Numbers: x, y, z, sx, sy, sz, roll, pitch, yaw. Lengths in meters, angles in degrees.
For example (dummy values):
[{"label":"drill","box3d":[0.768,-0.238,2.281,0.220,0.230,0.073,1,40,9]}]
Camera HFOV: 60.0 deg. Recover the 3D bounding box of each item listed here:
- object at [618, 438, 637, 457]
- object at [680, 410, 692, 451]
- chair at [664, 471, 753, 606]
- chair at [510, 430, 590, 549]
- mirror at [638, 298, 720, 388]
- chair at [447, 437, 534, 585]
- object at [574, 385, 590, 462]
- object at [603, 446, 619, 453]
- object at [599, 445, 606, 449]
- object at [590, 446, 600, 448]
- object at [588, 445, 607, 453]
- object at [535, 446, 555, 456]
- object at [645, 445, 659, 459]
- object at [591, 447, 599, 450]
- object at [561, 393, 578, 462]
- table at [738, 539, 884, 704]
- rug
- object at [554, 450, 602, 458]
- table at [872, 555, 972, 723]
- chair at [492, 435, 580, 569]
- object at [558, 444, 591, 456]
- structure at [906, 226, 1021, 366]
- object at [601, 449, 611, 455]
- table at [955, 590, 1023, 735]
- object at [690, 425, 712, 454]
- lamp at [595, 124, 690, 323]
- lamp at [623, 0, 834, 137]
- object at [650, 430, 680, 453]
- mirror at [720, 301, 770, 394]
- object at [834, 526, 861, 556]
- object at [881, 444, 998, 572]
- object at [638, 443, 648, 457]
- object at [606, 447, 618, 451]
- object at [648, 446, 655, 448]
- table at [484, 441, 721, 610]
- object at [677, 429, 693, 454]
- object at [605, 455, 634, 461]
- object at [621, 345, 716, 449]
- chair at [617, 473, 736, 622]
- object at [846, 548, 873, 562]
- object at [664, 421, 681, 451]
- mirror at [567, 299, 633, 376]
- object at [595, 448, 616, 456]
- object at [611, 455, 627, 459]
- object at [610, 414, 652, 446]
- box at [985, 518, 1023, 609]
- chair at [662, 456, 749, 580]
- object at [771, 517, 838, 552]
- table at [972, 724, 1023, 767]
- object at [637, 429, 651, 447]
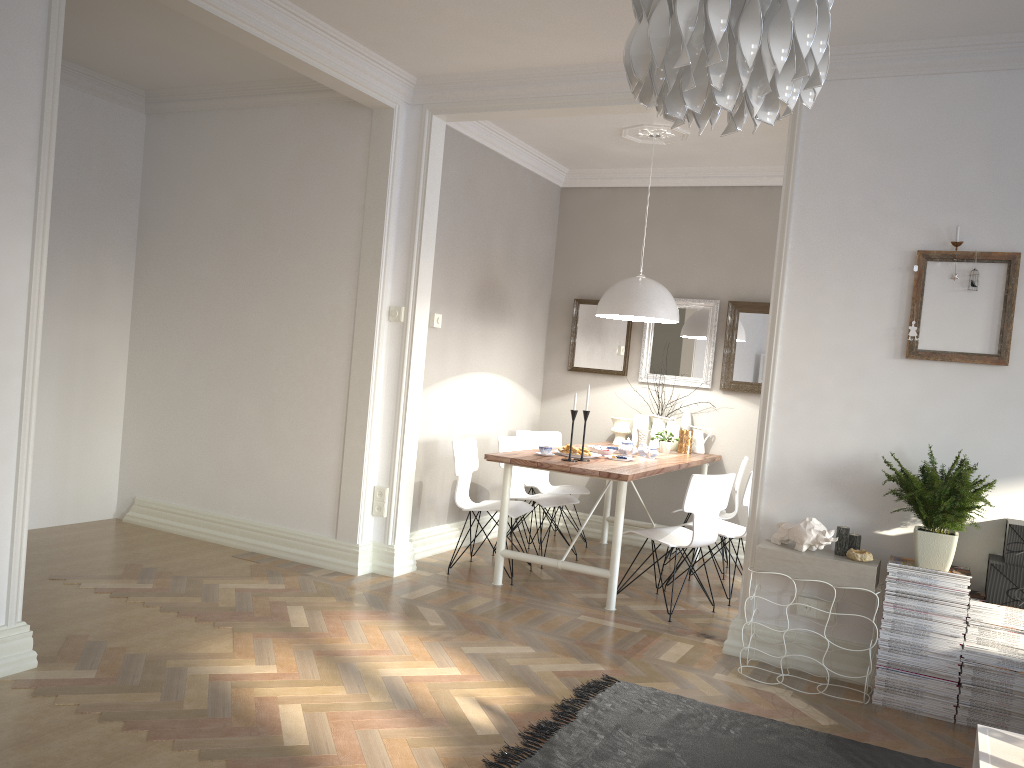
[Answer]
[{"label":"object","box3d":[0.736,0.399,5.626,0.143,0.119,0.124,6,2,31]},{"label":"object","box3d":[1.251,0.337,6.410,0.091,0.301,0.091,5,2,-20]},{"label":"chair","box3d":[1.245,0.870,5.317,0.478,0.786,0.431,6,2,32]},{"label":"chair","box3d":[0.278,0.755,6.441,0.432,0.786,0.478,4,2,-32]},{"label":"mirror","box3d":[1.219,-0.307,6.482,0.543,0.633,0.047,6,2,27]},{"label":"chair","box3d":[-0.123,0.743,5.334,0.479,0.786,0.431,6,2,17]},{"label":"object","box3d":[0.421,0.217,5.084,0.095,0.449,0.095,6,2,22]},{"label":"object","box3d":[0.686,0.438,5.869,0.287,0.020,0.287,5,1,0]},{"label":"object","box3d":[0.575,0.403,5.692,0.020,0.003,0.194,5,1,-5]},{"label":"object","box3d":[0.542,0.418,5.699,0.057,0.037,0.073,5,2,-25]},{"label":"object","box3d":[0.545,0.420,5.688,0.129,0.038,0.129,6,2,32]},{"label":"object","box3d":[0.200,0.391,5.176,0.116,0.056,0.137,4,2,-33]},{"label":"object","box3d":[0.886,0.429,5.631,0.090,0.086,0.090,5,2,-18]},{"label":"object","box3d":[0.550,0.410,5.486,0.130,0.027,0.028,5,2,-21]},{"label":"object","box3d":[0.343,0.238,5.006,0.095,0.397,0.095,6,2,22]},{"label":"table","box3d":[1.302,1.014,3.846,0.553,0.576,0.299,6,2,28]},{"label":"rug","box3d":[0.837,1.286,2.345,2.110,0.055,2.015,6,1,27]},{"label":"object","box3d":[0.395,0.424,5.337,0.287,0.020,0.287,6,1,15]},{"label":"table","box3d":[1.702,1.043,3.684,0.321,0.597,0.246,6,2,27]},{"label":"chair","box3d":[0.163,0.758,5.864,0.478,0.786,0.432,7,2,37]},{"label":"object","box3d":[0.374,0.396,5.336,0.197,0.063,0.188,5,1,-3]},{"label":"structure","box3d":[1.902,-0.380,3.743,0.398,0.575,0.053,6,2,24]},{"label":"object","box3d":[0.580,0.426,5.523,0.085,0.039,0.082,5,1,-8]},{"label":"table","box3d":[1.972,1.120,3.546,0.327,0.499,0.246,6,2,27]},{"label":"object","box3d":[1.335,0.399,6.343,0.136,0.194,0.115,4,2,-33]},{"label":"lamp","box3d":[0.847,-1.001,5.606,0.529,1.183,0.530,7,2,34]},{"label":"lamp","box3d":[0.415,-0.995,1.554,0.355,1.066,0.354,4,2,-21]},{"label":"object","box3d":[1.063,0.395,6.132,0.178,0.162,0.169,5,2,-22]},{"label":"mirror","box3d":[1.740,-0.250,6.207,0.503,0.637,0.049,6,2,27]},{"label":"object","box3d":[1.450,0.672,3.828,0.123,0.134,0.062,5,2,-22]},{"label":"object","box3d":[1.735,0.512,3.633,0.437,0.527,0.368,6,2,27]},{"label":"object","box3d":[0.845,0.423,5.722,0.072,0.086,0.086,5,2,-8]},{"label":"object","box3d":[0.685,0.434,5.874,0.201,0.022,0.194,4,2,-43]},{"label":"object","box3d":[0.904,0.440,5.879,0.116,0.056,0.116,5,1,-1]},{"label":"table","box3d":[0.639,0.825,5.668,0.852,0.750,1.987,6,2,27]},{"label":"object","box3d":[1.222,0.406,6.247,0.095,0.163,0.095,4,2,-23]},{"label":"object","box3d":[0.647,0.450,5.356,0.180,0.014,0.179,5,1,-8]},{"label":"object","box3d":[1.113,0.085,6.348,0.698,0.781,0.352,6,2,9]},{"label":"chair","box3d":[0.892,0.848,4.872,0.432,0.786,0.478,3,3,-43]},{"label":"object","box3d":[1.466,0.720,3.729,0.099,0.046,0.104,5,2,-17]},{"label":"object","box3d":[1.145,0.374,6.329,0.114,0.209,0.112,6,2,27]},{"label":"mirror","box3d":[0.675,-0.357,6.755,0.473,0.558,0.052,6,2,27]},{"label":"object","box3d":[0.581,0.427,5.523,0.129,0.038,0.129,6,2,27]},{"label":"object","box3d":[0.648,0.446,5.345,0.100,0.025,0.066,5,1,4]},{"label":"object","box3d":[0.863,0.335,6.518,0.310,0.228,0.172,5,2,-20]},{"label":"box","box3d":[2.111,0.724,3.477,0.419,0.316,0.298,6,2,27]},{"label":"chair","box3d":[1.304,0.861,5.961,0.479,0.786,0.431,6,2,17]},{"label":"object","box3d":[1.272,0.648,3.850,0.137,0.150,0.310,4,2,-33]},{"label":"table","box3d":[1.265,1.098,1.689,0.714,0.505,0.675,6,2,27]},{"label":"object","box3d":[0.945,0.394,6.387,0.094,0.132,0.097,5,2,-7]}]
